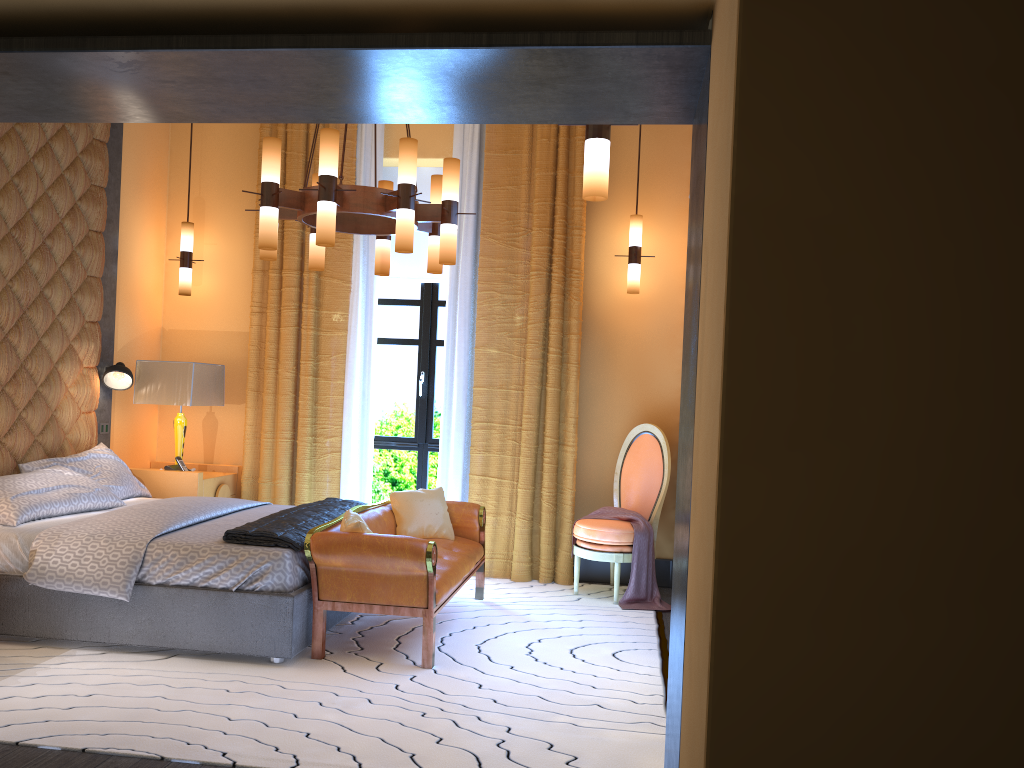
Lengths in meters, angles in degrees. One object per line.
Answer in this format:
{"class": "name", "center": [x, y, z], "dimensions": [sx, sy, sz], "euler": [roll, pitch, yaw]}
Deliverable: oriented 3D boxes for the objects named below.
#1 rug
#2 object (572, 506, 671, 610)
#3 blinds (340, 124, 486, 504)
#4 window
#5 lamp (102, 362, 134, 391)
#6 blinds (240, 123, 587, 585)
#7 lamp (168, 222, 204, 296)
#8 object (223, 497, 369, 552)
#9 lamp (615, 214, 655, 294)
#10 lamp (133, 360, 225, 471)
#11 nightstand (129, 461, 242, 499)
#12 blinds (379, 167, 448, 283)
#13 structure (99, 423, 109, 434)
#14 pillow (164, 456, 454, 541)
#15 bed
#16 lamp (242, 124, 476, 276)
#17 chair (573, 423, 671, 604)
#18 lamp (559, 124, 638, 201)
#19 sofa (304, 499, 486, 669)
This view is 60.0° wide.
{"class": "rug", "center": [-1.032, 1.309, 4.702], "dimensions": [3.702, 0.016, 3.388], "euler": [2, -1, 7]}
{"class": "object", "center": [0.731, 1.108, 5.769], "dimensions": [0.429, 0.572, 0.802], "euler": [3, -1, -35]}
{"class": "blinds", "center": [-0.723, -0.691, 6.396], "dimensions": [2.050, 4.076, 0.236], "euler": [2, 0, 5]}
{"class": "window", "center": [-0.651, -0.139, 6.709], "dimensions": [1.200, 3.000, 0.130], "euler": [3, 0, 7]}
{"class": "lamp", "center": [-2.479, -0.031, 6.018], "dimensions": [0.568, 0.218, 0.231], "euler": [3, -1, -35]}
{"class": "blinds", "center": [-0.695, -0.714, 6.309], "dimensions": [2.450, 4.146, 0.134], "euler": [2, 0, 7]}
{"class": "lamp", "center": [-2.388, -0.916, 6.500], "dimensions": [0.199, 0.532, 0.199], "euler": [2, 0, -38]}
{"class": "object", "center": [-1.101, 0.746, 4.881], "dimensions": [0.405, 0.104, 1.461], "euler": [2, -1, 7]}
{"class": "lamp", "center": [0.842, -0.887, 6.075], "dimensions": [0.199, 0.532, 0.199], "euler": [2, 0, -38]}
{"class": "lamp", "center": [-2.337, 0.249, 6.237], "dimensions": [0.424, 0.802, 0.505], "euler": [2, 0, 7]}
{"class": "nightstand", "center": [-2.403, 0.935, 6.337], "dimensions": [0.720, 0.690, 0.680], "euler": [2, 0, 7]}
{"class": "blinds", "center": [-0.607, -1.201, 6.693], "dimensions": [1.200, 0.873, 0.013], "euler": [2, 0, 7]}
{"class": "structure", "center": [-2.739, 0.299, 5.949], "dimensions": [0.016, 0.071, 0.103], "euler": [3, -1, 7]}
{"class": "pillow", "center": [-1.148, 0.742, 5.507], "dimensions": [1.147, 0.407, 2.627], "euler": [3, -1, -41]}
{"class": "bed", "center": [-1.906, 0.818, 4.993], "dimensions": [2.106, 0.824, 1.889], "euler": [2, -1, 7]}
{"class": "lamp", "center": [-0.757, -1.715, 4.579], "dimensions": [1.140, 2.168, 1.141], "euler": [2, 0, 30]}
{"class": "chair", "center": [0.711, 0.831, 5.875], "dimensions": [0.500, 1.147, 0.632], "euler": [3, 0, 41]}
{"class": "lamp", "center": [0.299, -0.907, 3.066], "dimensions": [0.199, 0.532, 0.199], "euler": [2, 0, -38]}
{"class": "sofa", "center": [-0.566, 1.014, 4.893], "dimensions": [0.650, 0.640, 1.615], "euler": [2, -1, 7]}
